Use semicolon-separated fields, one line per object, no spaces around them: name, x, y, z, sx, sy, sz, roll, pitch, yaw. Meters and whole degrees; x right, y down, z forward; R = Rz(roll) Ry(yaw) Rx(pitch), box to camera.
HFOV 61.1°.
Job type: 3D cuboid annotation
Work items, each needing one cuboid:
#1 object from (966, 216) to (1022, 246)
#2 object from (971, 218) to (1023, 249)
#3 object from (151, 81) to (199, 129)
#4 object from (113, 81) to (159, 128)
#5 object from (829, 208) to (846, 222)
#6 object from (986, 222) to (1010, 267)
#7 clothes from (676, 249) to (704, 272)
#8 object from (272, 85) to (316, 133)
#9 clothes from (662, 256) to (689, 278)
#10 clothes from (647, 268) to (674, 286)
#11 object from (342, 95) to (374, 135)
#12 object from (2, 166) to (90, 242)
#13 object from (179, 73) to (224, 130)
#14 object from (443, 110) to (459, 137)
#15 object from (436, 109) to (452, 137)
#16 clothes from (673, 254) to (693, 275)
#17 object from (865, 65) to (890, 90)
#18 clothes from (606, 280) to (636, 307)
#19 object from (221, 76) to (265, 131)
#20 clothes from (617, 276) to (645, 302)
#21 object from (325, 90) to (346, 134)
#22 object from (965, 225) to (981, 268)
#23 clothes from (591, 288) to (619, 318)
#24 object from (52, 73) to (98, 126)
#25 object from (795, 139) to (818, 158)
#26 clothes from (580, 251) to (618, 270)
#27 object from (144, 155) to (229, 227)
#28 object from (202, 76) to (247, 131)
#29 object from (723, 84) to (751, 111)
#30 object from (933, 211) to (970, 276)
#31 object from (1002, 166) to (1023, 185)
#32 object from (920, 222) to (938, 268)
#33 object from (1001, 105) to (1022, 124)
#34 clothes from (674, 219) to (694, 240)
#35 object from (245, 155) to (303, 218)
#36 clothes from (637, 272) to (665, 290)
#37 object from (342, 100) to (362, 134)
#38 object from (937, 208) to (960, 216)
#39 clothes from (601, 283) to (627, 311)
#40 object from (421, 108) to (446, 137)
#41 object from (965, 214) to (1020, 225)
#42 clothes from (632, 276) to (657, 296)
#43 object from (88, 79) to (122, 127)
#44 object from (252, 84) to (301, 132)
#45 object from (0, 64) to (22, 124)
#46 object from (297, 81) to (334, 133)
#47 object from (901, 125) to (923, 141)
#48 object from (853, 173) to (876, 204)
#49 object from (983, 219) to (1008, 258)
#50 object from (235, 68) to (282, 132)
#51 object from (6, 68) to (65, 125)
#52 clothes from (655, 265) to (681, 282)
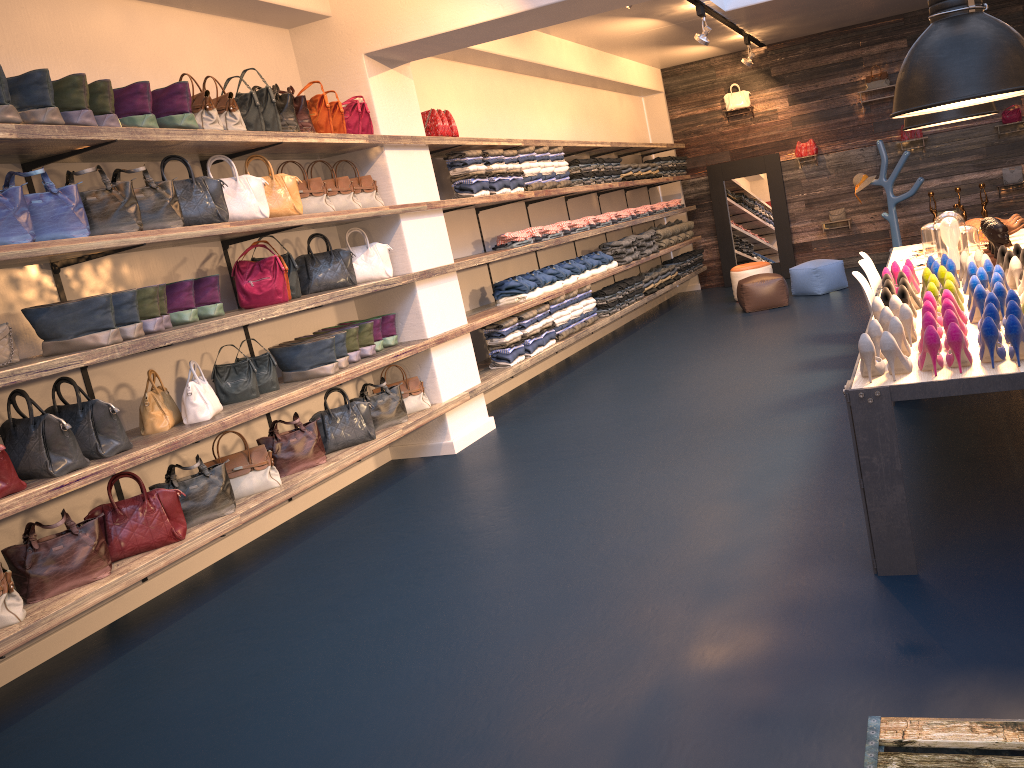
object;3.809;-1.201;6.833;0.439;0.202;0.224;-10;9;1
object;3.698;-1.138;6.598;0.439;0.202;0.224;-10;9;1
object;-1.787;-1.388;4.442;0.392;0.234;0.190;-6;10;23
object;-1.929;-1.332;4.273;0.398;0.234;0.187;-8;10;17
object;4.921;-2.559;13.130;0.271;0.174;0.103;-11;9;-2
object;3.169;-0.911;5.650;0.145;0.284;0.164;-8;9;23
clothes;2.737;-1.892;13.374;0.342;0.297;0.692;-6;11;27
object;-1.414;-1.701;5.458;0.349;0.337;0.234;-6;10;29
clothes;2.383;-1.686;12.596;0.346;0.297;0.350;-6;10;26
clothes;1.975;-1.461;11.890;0.384;0.250;0.376;-4;11;33
object;-1.099;-1.824;5.950;0.259;0.309;0.209;-13;9;-15
object;-2.067;-0.775;3.793;0.406;0.337;0.201;-16;10;-30
object;-1.720;-1.489;4.633;0.326;0.333;0.178;-5;11;33
object;-0.612;-2.059;6.949;0.305;0.243;0.149;-8;9;15
object;-0.661;-2.033;6.853;0.299;0.243;0.152;-7;10;23
clothes;2.519;-1.768;12.907;0.353;0.297;0.334;-9;10;12
object;5.292;-4.454;12.599;0.326;0.333;0.178;-5;11;33
clothes;1.298;-1.074;10.324;0.332;0.297;0.326;-7;10;24
object;-1.568;-1.578;4.951;0.280;0.351;0.143;-8;9;18
clothes;1.444;-1.157;10.633;0.327;0.297;0.331;-5;11;30
object;-1.237;-1.765;5.702;0.267;0.329;0.215;-14;9;-18
object;3.032;-0.915;5.792;0.169;0.288;0.180;-9;9;12
clothes;1.017;-0.910;9.705;0.346;0.297;0.350;-6;10;26
object;-2.065;-1.242;3.919;0.398;0.234;0.187;-8;10;17
object;4.433;-3.554;13.090;0.312;0.252;0.149;-4;11;33
clothes;0.953;-1.401;9.967;0.399;0.239;0.456;-6;11;23
object;-1.713;-1.004;4.541;0.460;0.384;0.178;-16;10;-30
object;-1.647;-1.531;4.789;0.326;0.333;0.178;-5;11;33
object;3.429;-4.381;13.224;0.416;0.384;0.198;-10;9;8
object;2.858;-0.920;5.644;0.196;0.410;0.209;-9;9;12
object;7.121;-2.969;12.334;0.253;0.229;0.086;-3;12;40
object;2.899;-0.940;5.932;0.170;0.334;0.202;-3;12;42
object;7.012;-3.788;12.195;0.235;0.242;0.230;-8;10;19
clothes;2.610;-2.379;13.343;0.313;0.340;0.423;-6;11;31
object;-1.452;-1.154;5.100;0.460;0.384;0.178;-16;10;-30
clothes;1.791;-1.356;11.497;0.393;0.250;0.368;-7;10;21
object;-1.130;-1.781;5.852;0.320;0.282;0.242;-16;10;-29
object;6.365;-2.453;12.646;0.367;0.173;0.230;-11;10;-1
clothes;1.153;-0.992;10.016;0.353;0.297;0.334;-9;10;12
object;-0.703;-2.009;6.761;0.302;0.243;0.151;-7;10;19
object;3.932;-1.270;7.088;0.431;0.202;0.228;-9;9;7
clothes;1.613;-1.255;11.124;0.384;0.250;0.376;-4;11;33
object;-2.035;-1.284;4.118;0.393;0.234;0.189;-7;10;21
object;-1.480;-1.654;5.271;0.312;0.336;0.267;-15;10;-24
object;-2.204;-1.157;3.573;0.392;0.230;0.190;-6;10;23
object;-1.302;-1.758;5.573;0.267;0.383;0.215;-14;9;-18
object;5.796;-3.660;12.595;0.312;0.253;0.142;-9;9;8
object;4.991;-2.759;12.236;0.317;0.439;0.377;-8;10;21
object;3.284;-0.976;5.892;0.145;0.284;0.164;-8;9;23
object;-1.512;-1.640;5.079;0.280;0.408;0.143;-8;9;18
object;-2.127;-1.200;3.734;0.401;0.231;0.186;-8;9;14
clothes;2.153;-1.561;12.262;0.393;0.250;0.368;-7;10;21
